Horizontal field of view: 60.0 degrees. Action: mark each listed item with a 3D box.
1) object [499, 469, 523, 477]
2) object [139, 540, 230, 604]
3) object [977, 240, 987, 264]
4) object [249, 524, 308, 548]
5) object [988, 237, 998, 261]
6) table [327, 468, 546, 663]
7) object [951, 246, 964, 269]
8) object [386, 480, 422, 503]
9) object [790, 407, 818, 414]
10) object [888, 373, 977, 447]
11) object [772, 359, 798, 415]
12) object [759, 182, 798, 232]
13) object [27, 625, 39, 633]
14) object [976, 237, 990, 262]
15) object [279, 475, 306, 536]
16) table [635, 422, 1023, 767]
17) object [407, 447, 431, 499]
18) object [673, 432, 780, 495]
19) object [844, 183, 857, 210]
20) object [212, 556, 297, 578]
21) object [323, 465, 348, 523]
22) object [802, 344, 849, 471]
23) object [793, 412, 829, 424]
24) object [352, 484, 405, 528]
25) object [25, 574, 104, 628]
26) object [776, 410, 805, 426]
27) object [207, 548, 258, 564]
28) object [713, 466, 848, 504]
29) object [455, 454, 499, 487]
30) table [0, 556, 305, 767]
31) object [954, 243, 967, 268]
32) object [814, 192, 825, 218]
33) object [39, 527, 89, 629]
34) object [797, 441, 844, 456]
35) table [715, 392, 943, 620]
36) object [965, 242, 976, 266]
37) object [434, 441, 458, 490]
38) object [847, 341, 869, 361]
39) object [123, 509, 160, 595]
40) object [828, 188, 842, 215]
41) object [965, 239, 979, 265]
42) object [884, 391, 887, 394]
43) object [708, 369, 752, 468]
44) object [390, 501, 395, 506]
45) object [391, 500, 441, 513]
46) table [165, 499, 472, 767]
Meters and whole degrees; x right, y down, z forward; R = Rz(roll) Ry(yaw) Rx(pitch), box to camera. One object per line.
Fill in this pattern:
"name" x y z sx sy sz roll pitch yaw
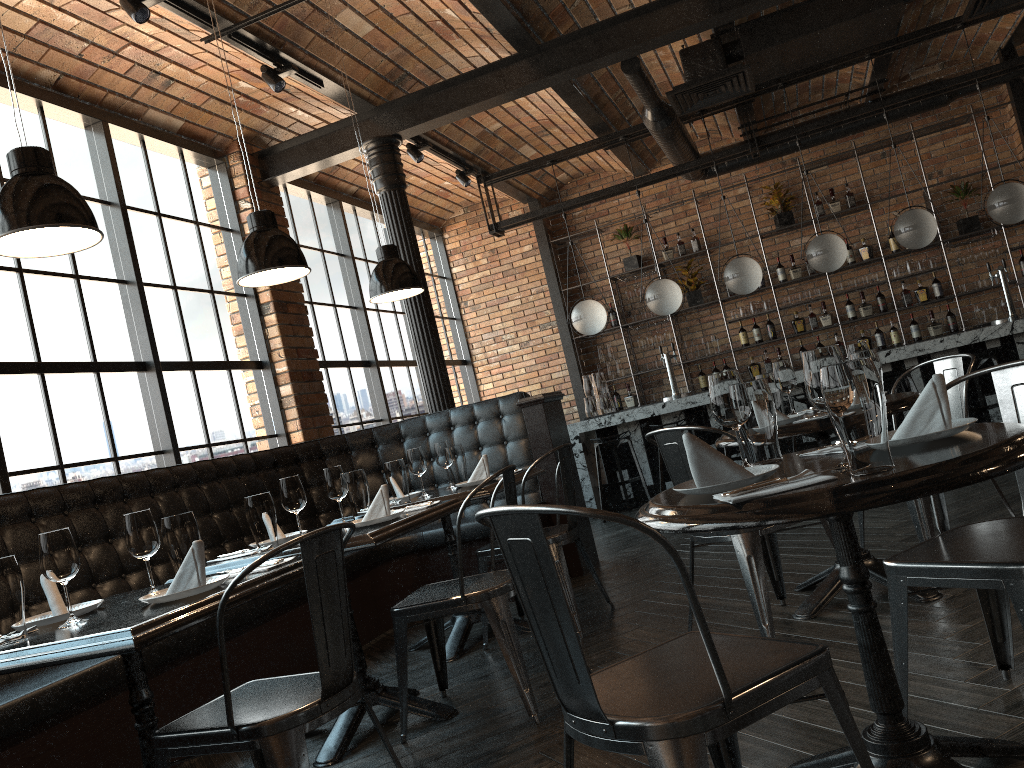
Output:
"object" -0.078 0.479 4.684 0.255 0.019 0.157 -14 -3 19
"object" -0.878 0.496 2.356 0.232 0.139 0.232 -14 -3 15
"object" 4.782 -1.356 9.065 0.092 0.244 0.092 -12 -3 -32
"object" -0.941 0.570 3.536 0.232 0.139 0.232 -14 -3 12
"object" 4.877 -1.380 9.033 0.092 0.244 0.092 -12 -3 -32
"table" -0.279 0.915 4.469 0.872 0.758 0.872 -14 -3 18
"object" 4.590 -1.307 9.131 0.092 0.244 0.092 -12 -3 -32
"object" -0.589 0.539 4.591 0.232 0.139 0.232 -14 -3 12
"object" 1.332 0.107 3.902 0.255 0.019 0.157 -12 -3 -21
"object" 0.889 0.059 1.959 0.232 0.139 0.232 -12 -3 -27
"object" 1.183 0.021 3.806 0.092 0.244 0.092 -14 -3 18
"object" 2.903 -1.936 9.635 0.425 0.526 0.430 -14 -3 20
"object" -1.342 0.658 2.286 0.255 0.019 0.157 -14 -3 19
"object" 4.730 -1.351 8.909 0.092 0.244 0.092 -12 -3 -32
"object" -0.808 0.467 3.314 0.092 0.244 0.092 -12 -3 -32
"table" 0.771 0.540 1.915 0.866 0.758 0.866 -12 -3 -18
"object" -0.457 0.436 4.369 0.092 0.244 0.092 -12 -3 -21
"object" 0.455 0.160 1.933 0.232 0.139 0.232 -14 -3 15
"object" 3.567 -1.981 9.374 0.083 0.282 0.083 -13 -3 3
"object" -0.774 0.540 2.594 0.255 0.019 0.157 -14 -3 19
"object" -0.695 0.452 3.552 0.092 0.244 0.092 -12 -3 -21
"object" 0.647 0.047 1.776 0.092 0.244 0.092 -14 -3 15
"object" 1.208 0.112 3.412 0.255 0.019 0.157 -11 -4 -41
"object" -0.533 0.466 3.391 0.232 0.139 0.232 -14 -3 15
"object" -1.285 0.600 2.501 0.232 0.139 0.232 -14 -3 12
"object" 1.042 0.102 3.549 0.232 0.139 0.232 -12 -3 -28
"object" -0.998 0.629 3.321 0.255 0.019 0.157 -14 -3 19
"object" 0.523 0.190 1.718 0.255 0.019 0.157 -13 -3 -1
"object" -0.182 0.436 4.446 0.232 0.139 0.232 -14 -3 15
"table" -0.972 0.975 2.389 0.872 0.758 0.872 -14 -3 18
"object" 4.538 -1.303 8.974 0.092 0.244 0.092 -12 -3 -32
"object" 3.278 -1.908 9.473 0.083 0.282 0.083 -14 -3 18
"object" -1.153 0.497 2.279 0.092 0.244 0.092 -12 -3 -32
"object" 0.803 0.144 2.137 0.255 0.019 0.157 -12 -3 -21
"table" 1.351 0.490 3.655 0.866 0.758 0.866 -12 -3 -18
"object" 4.691 -1.333 9.096 0.092 0.244 0.092 -12 -3 -32
"object" -0.344 0.422 4.607 0.092 0.244 0.092 -12 -3 -21
"object" 1.403 -0.044 3.536 0.092 0.244 0.092 -14 -3 18
"object" -1.040 0.482 2.516 0.092 0.244 0.092 -12 -3 -32
"object" 3.423 -1.942 9.425 0.123 0.279 0.123 -14 -3 22
"object" 4.639 -1.328 8.940 0.092 0.244 0.092 -12 -3 -32
"object" 1.443 0.016 3.726 0.232 0.139 0.232 -13 -3 -12
"object" 0.530 0.091 2.108 0.092 0.244 0.092 -12 -3 -19
"object" -0.646 0.598 4.377 0.255 0.019 0.157 -14 -3 19
"object" -0.429 0.510 3.629 0.255 0.019 0.157 -14 -3 19
"table" -0.627 0.945 3.422 0.872 0.758 0.872 -14 -3 18
